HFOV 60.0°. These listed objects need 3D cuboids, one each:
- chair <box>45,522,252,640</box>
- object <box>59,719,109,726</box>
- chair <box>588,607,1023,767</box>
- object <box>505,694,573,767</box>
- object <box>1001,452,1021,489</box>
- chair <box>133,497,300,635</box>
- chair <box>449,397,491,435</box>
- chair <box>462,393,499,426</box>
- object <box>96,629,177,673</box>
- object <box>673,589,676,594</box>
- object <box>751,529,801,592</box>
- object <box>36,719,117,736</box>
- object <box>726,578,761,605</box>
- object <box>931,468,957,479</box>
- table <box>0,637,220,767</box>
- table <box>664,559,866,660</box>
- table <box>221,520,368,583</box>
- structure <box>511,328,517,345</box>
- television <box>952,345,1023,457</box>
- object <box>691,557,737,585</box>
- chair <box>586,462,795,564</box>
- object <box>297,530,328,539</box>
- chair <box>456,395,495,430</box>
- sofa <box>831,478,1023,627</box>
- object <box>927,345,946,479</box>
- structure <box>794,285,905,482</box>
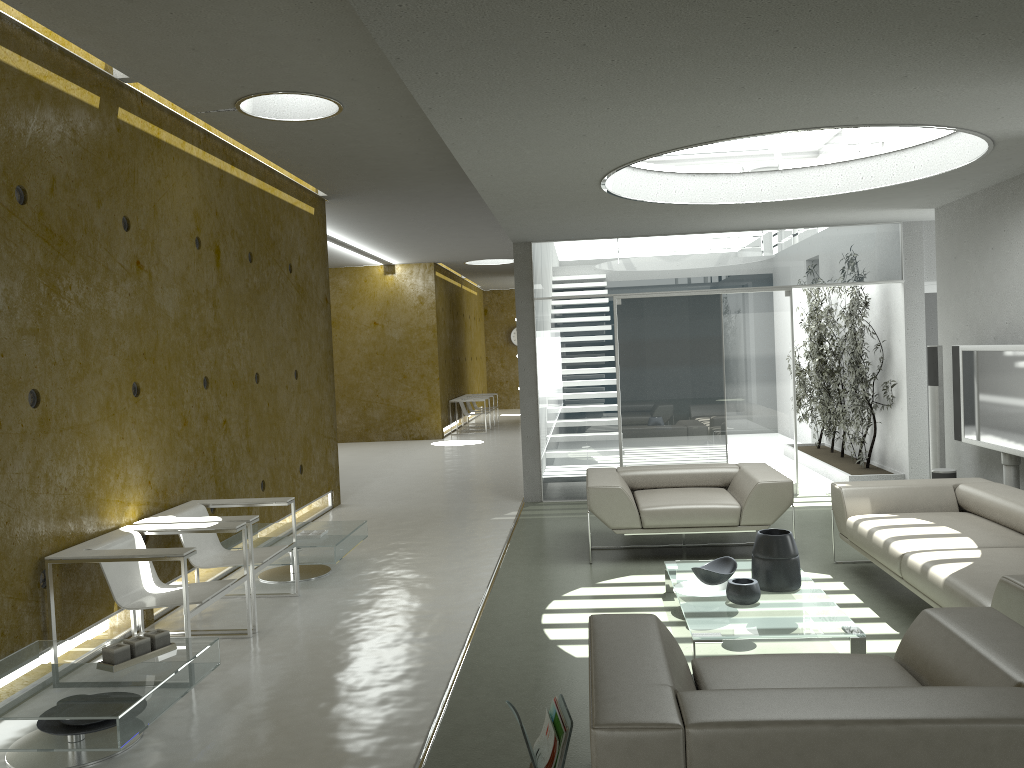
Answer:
[{"bbox_3d":[-1.901,1.156,4.747,0.710,0.667,0.800,-2,2,5],"label":"chair"},{"bbox_3d":[-1.681,1.327,3.554,0.239,0.027,0.239,-2,2,22],"label":"object"},{"bbox_3d":[0.996,1.140,2.817,1.481,0.583,1.039,-2,2,5],"label":"chair"},{"bbox_3d":[0.100,1.314,3.201,0.216,0.288,0.329,-3,2,-5],"label":"object"},{"bbox_3d":[3.573,0.841,6.464,0.323,0.689,0.882,-2,2,5],"label":"object"},{"bbox_3d":[-1.831,1.122,5.600,0.710,0.667,0.800,-2,2,5],"label":"chair"},{"bbox_3d":[-0.832,0.634,17.807,0.710,0.667,0.800,-2,2,5],"label":"chair"},{"bbox_3d":[-0.693,0.565,19.513,0.710,0.667,0.800,-2,2,5],"label":"chair"},{"bbox_3d":[-1.649,1.161,3.903,0.118,0.097,0.326,-1,2,30],"label":"object"},{"bbox_3d":[1.151,1.275,5.233,0.387,0.124,0.387,-3,2,-23],"label":"object"},{"bbox_3d":[1.469,0.978,4.945,0.265,0.309,0.265,-3,2,-12],"label":"object"},{"bbox_3d":[-1.681,1.330,3.554,0.394,0.027,0.394,-3,2,-12],"label":"object"},{"bbox_3d":[1.222,1.097,4.684,0.177,0.113,0.177,-3,2,-15],"label":"object"},{"bbox_3d":[3.524,0.929,7.233,0.175,0.461,0.185,-3,2,-1],"label":"object"},{"bbox_3d":[-1.853,1.374,3.755,0.900,0.300,0.900,-2,2,5],"label":"table"},{"bbox_3d":[1.308,1.243,4.883,0.790,0.200,1.500,-2,2,5],"label":"table"},{"bbox_3d":[-1.621,1.261,6.592,0.900,0.300,0.900,-2,2,5],"label":"table"},{"bbox_3d":[0.240,-1.298,24.253,0.547,0.539,0.016,-2,2,5],"label":"structure"},{"bbox_3d":[3.594,0.105,6.433,0.127,0.781,1.603,-2,2,5],"label":"television"},{"bbox_3d":[1.159,1.080,5.075,0.223,0.125,0.317,-1,3,41],"label":"object"},{"bbox_3d":[1.330,0.977,6.899,1.481,0.583,1.039,-2,2,5],"label":"chair"},{"bbox_3d":[-1.455,1.094,6.441,0.197,0.029,0.189,-2,2,5],"label":"object"},{"bbox_3d":[-0.763,0.599,18.660,0.710,0.667,0.800,-2,2,5],"label":"chair"},{"bbox_3d":[2.612,0.996,4.762,1.037,0.585,2.791,-2,2,5],"label":"sofa"},{"bbox_3d":[3.645,0.405,7.592,0.310,1.469,0.310,-1,2,32],"label":"object"},{"bbox_3d":[3.786,-0.273,10.656,0.646,2.589,3.371,-2,2,4],"label":"structure"}]
